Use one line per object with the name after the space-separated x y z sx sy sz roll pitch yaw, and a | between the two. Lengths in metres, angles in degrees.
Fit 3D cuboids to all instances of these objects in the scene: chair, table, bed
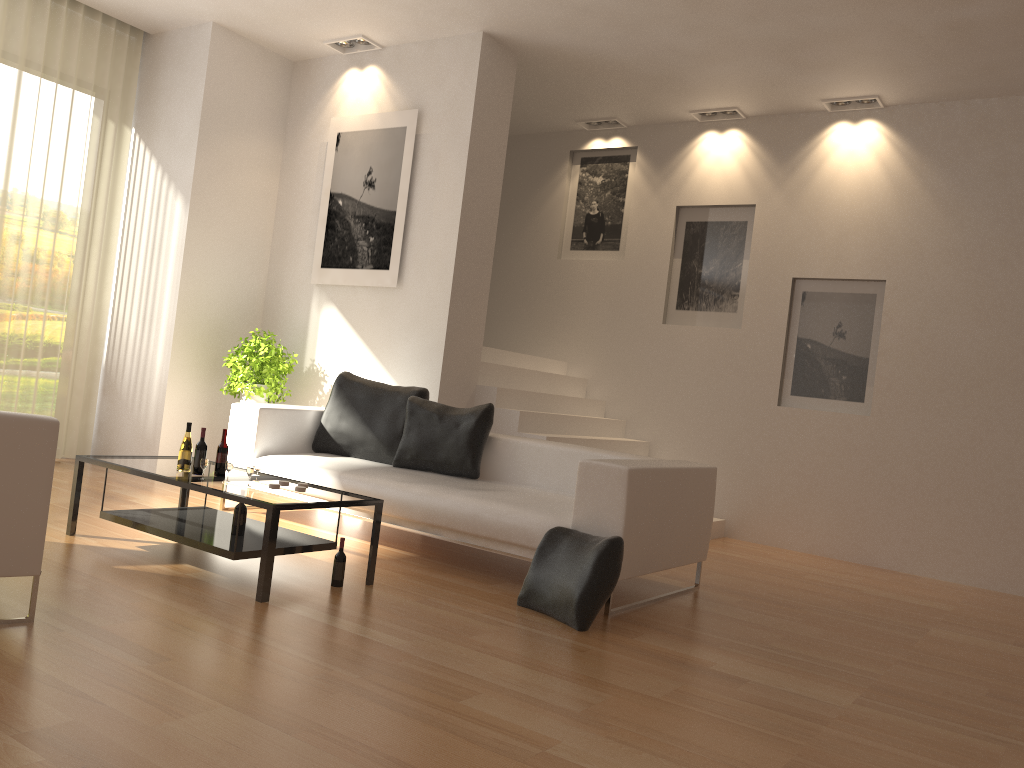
-2.640 0.376 3.460 1.262 0.761 1.671 7 -1 -41 | chair
-1.506 0.707 4.568 1.566 0.460 0.709 7 -1 34 | table
-0.403 0.671 5.689 3.075 0.761 1.262 7 -1 34 | bed

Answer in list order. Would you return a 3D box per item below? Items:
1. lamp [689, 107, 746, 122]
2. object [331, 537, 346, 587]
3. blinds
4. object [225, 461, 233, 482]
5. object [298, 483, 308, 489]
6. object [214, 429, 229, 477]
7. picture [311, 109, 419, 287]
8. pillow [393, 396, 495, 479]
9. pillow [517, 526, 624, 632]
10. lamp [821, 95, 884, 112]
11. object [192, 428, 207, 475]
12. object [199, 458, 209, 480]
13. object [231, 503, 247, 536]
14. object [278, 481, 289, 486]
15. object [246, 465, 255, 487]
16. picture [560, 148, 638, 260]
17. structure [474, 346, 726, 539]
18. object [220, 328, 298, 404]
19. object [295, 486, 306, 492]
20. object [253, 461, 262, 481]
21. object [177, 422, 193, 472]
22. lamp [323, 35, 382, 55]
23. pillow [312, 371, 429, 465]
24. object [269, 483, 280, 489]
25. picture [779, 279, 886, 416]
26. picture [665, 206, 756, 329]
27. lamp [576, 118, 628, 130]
1.865 -2.501 8.000 0.446 0.166 0.243 7 -1 34 | lamp
-0.836 0.868 4.306 0.059 0.244 0.059 7 -1 11 | object
-3.849 -1.324 7.143 0.143 3.861 1.409 7 -1 31 | blinds
-1.409 0.434 4.409 0.039 0.101 0.039 7 -1 -8 | object
-1.051 0.511 4.457 0.052 0.021 0.052 7 -1 12 | object
-1.500 0.357 4.592 0.057 0.248 0.057 7 -1 -38 | object
-1.232 -1.524 7.319 0.979 1.431 0.004 7 -1 34 | picture
-0.451 0.353 5.951 0.628 0.524 0.270 7 -1 18 | pillow
0.305 0.929 4.289 0.340 0.457 0.503 7 -1 -37 | pillow
2.830 -2.391 7.341 0.446 0.166 0.243 7 -1 34 | lamp
-1.595 0.346 4.545 0.059 0.244 0.059 7 -1 34 | object
-1.524 0.420 4.381 0.039 0.101 0.039 7 -1 -14 | object
-1.356 0.648 4.423 0.065 0.217 0.065 7 -1 16 | object
-1.146 0.499 4.453 0.052 0.021 0.052 7 -1 12 | object
-1.280 0.449 4.328 0.039 0.101 0.039 7 -1 -8 | object
0.866 -1.786 8.844 0.802 1.155 0.005 7 -1 34 | picture
-0.464 0.363 8.351 4.625 1.403 1.839 7 -1 34 | structure
-2.124 0.198 7.351 0.631 1.324 0.570 7 -1 -41 | object
-1.030 0.512 4.317 0.052 0.021 0.052 7 -1 12 | object
-1.307 0.448 4.556 0.039 0.101 0.039 7 -1 -8 | object
-1.690 0.328 4.603 0.067 0.257 0.068 7 -1 -38 | object
-1.319 -2.895 7.383 0.446 0.166 0.243 7 -1 34 | lamp
-0.994 0.266 6.298 0.755 0.666 0.346 7 -1 20 | pillow
-1.153 0.497 4.305 0.052 0.021 0.052 7 -1 -33 | object
2.698 -0.322 7.477 0.802 1.155 0.005 7 -1 34 | picture
1.818 -1.077 8.138 0.802 1.155 0.005 7 -1 34 | picture
0.886 -2.613 8.668 0.446 0.166 0.243 7 -1 34 | lamp
